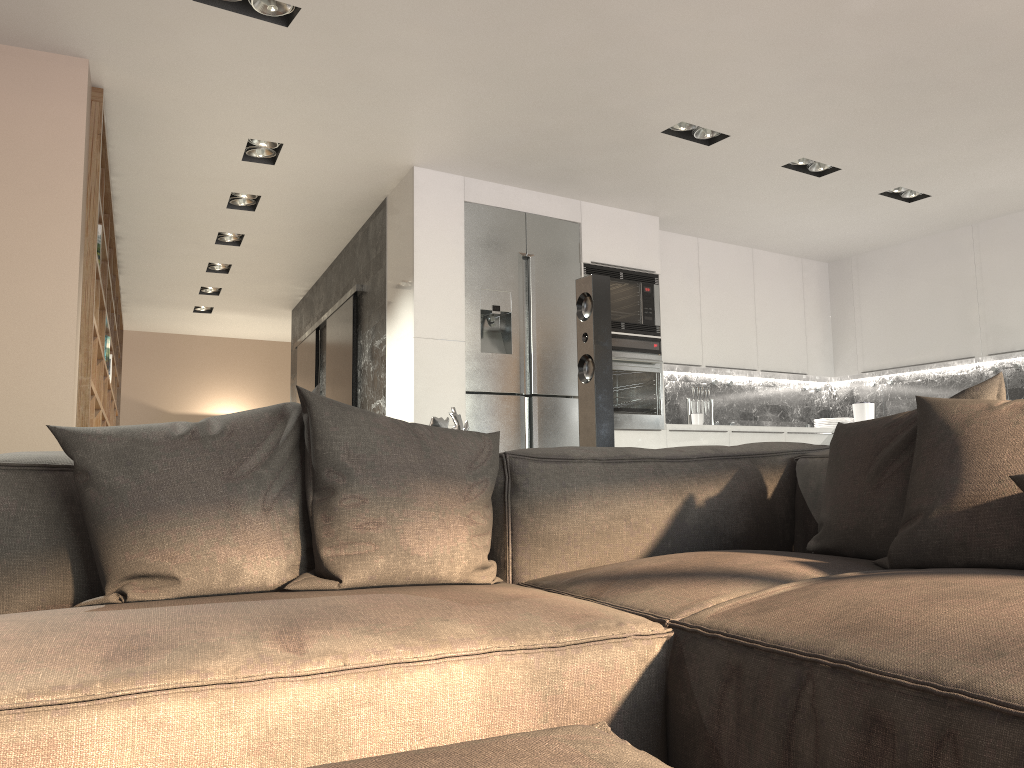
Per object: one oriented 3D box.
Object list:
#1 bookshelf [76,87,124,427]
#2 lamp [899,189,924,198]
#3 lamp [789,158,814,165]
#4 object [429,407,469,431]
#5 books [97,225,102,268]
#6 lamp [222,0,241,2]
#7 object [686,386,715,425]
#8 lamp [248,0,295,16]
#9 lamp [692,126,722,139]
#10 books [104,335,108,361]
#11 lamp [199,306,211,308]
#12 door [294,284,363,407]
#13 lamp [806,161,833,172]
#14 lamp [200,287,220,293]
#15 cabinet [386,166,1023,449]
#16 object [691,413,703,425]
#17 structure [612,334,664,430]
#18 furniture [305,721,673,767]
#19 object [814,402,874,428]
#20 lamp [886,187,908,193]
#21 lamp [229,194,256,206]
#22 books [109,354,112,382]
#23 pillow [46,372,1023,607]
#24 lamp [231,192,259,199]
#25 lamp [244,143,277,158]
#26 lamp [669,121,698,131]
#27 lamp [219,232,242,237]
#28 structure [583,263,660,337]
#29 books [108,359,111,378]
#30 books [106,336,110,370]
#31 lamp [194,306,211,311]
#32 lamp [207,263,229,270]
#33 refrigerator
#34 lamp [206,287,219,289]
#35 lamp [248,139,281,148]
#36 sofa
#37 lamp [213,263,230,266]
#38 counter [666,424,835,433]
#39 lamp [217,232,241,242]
[{"bbox_3d":[-3.247,0.211,6.762,0.303,2.492,6.269,2,-7,-23],"label":"bookshelf"},{"bbox_3d":[2.769,-1.334,6.081,0.169,0.077,0.184,-5,-7,27],"label":"lamp"},{"bbox_3d":[1.776,-1.386,5.396,0.186,0.077,0.168,3,-8,-34],"label":"lamp"},{"bbox_3d":[-0.184,0.214,2.743,0.273,0.288,0.296,-4,-7,26],"label":"object"},{"bbox_3d":[-2.338,-0.747,4.764,0.201,0.248,0.041,2,-8,-25],"label":"books"},{"bbox_3d":[-1.114,-1.538,3.404,0.185,0.077,0.168,2,-7,-28],"label":"lamp"},{"bbox_3d":[1.485,0.186,6.931,0.305,0.336,0.057,3,-8,-31],"label":"object"},{"bbox_3d":[-0.958,-1.530,3.512,0.171,0.077,0.183,-4,-7,21],"label":"lamp"},{"bbox_3d":[1.093,-1.422,4.925,0.167,0.077,0.186,-7,-8,39],"label":"lamp"},{"bbox_3d":[-3.027,-0.234,6.321,0.210,0.260,0.014,2,-8,-26],"label":"books"},{"bbox_3d":[-3.195,-0.829,9.113,0.186,0.077,0.168,3,-8,-31],"label":"lamp"},{"bbox_3d":[-1.611,0.463,7.435,0.134,2.057,2.725,2,-7,-23],"label":"door"},{"bbox_3d":[1.932,-1.378,5.504,0.167,0.077,0.186,-7,-8,39],"label":"lamp"},{"bbox_3d":[-2.898,-0.915,8.430,0.184,0.077,0.169,2,-7,-24],"label":"lamp"},{"bbox_3d":[2.814,-0.250,4.157,4.679,2.503,6.561,3,-8,-33],"label":"cabinet"},{"bbox_3d":[1.429,0.281,6.784,0.090,0.117,0.094,-3,-7,15],"label":"object"},{"bbox_3d":[0.645,0.012,6.228,0.699,0.651,0.616,3,-8,-34],"label":"structure"},{"bbox_3d":[-0.225,0.399,0.116,1.140,0.440,1.050,2,-7,-24],"label":"furniture"},{"bbox_3d":[2.891,0.290,7.713,0.370,0.234,0.527,2,-7,-24],"label":"object"},{"bbox_3d":[2.613,-1.342,5.973,0.168,0.077,0.185,-6,-8,32],"label":"lamp"},{"bbox_3d":[-1.808,-1.235,5.892,0.173,0.077,0.180,-3,-7,12],"label":"lamp"},{"bbox_3d":[-3.351,-0.122,7.142,0.182,0.244,0.018,2,-8,-25],"label":"books"},{"bbox_3d":[0.353,0.187,1.757,2.041,0.431,1.086,-3,-7,17],"label":"pillow"},{"bbox_3d":[-1.741,-1.254,5.735,0.174,0.077,0.180,-3,-7,11],"label":"lamp"},{"bbox_3d":[-1.444,-1.341,5.046,0.173,0.077,0.180,-3,-7,12],"label":"lamp"},{"bbox_3d":[0.937,-1.430,4.817,0.186,0.077,0.168,3,-8,-34],"label":"lamp"},{"bbox_3d":[-2.102,-1.148,6.579,0.186,0.077,0.168,3,-8,-31],"label":"lamp"},{"bbox_3d":[0.613,-0.545,6.333,0.694,0.450,0.581,3,-8,-34],"label":"structure"},{"bbox_3d":[-3.341,-0.106,7.123,0.162,0.205,0.021,2,-8,-25],"label":"books"},{"bbox_3d":[-3.015,-0.224,6.348,0.202,0.246,0.027,2,-8,-25],"label":"books"},{"bbox_3d":[-3.262,-0.809,9.269,0.184,0.077,0.169,2,-7,-24],"label":"lamp"},{"bbox_3d":[-2.535,-1.021,7.585,0.184,0.077,0.169,2,-7,-24],"label":"lamp"},{"bbox_3d":[-0.043,0.088,5.760,0.918,2.345,0.553,4,-8,-34],"label":"refrigerator"},{"bbox_3d":[-2.830,-0.934,8.274,0.186,0.077,0.168,3,-8,-31],"label":"lamp"},{"bbox_3d":[-1.377,-1.361,4.890,0.174,0.077,0.180,-3,-7,11],"label":"lamp"},{"bbox_3d":[0.098,0.373,1.102,2.852,0.704,2.379,1,-7,-24],"label":"sofa"},{"bbox_3d":[-2.467,-1.041,7.429,0.186,0.077,0.168,3,-8,-31],"label":"lamp"},{"bbox_3d":[2.838,0.209,5.793,2.832,0.041,3.821,3,-8,-33],"label":"counter"},{"bbox_3d":[-2.170,-1.128,6.735,0.184,0.077,0.169,2,-7,-24],"label":"lamp"}]
